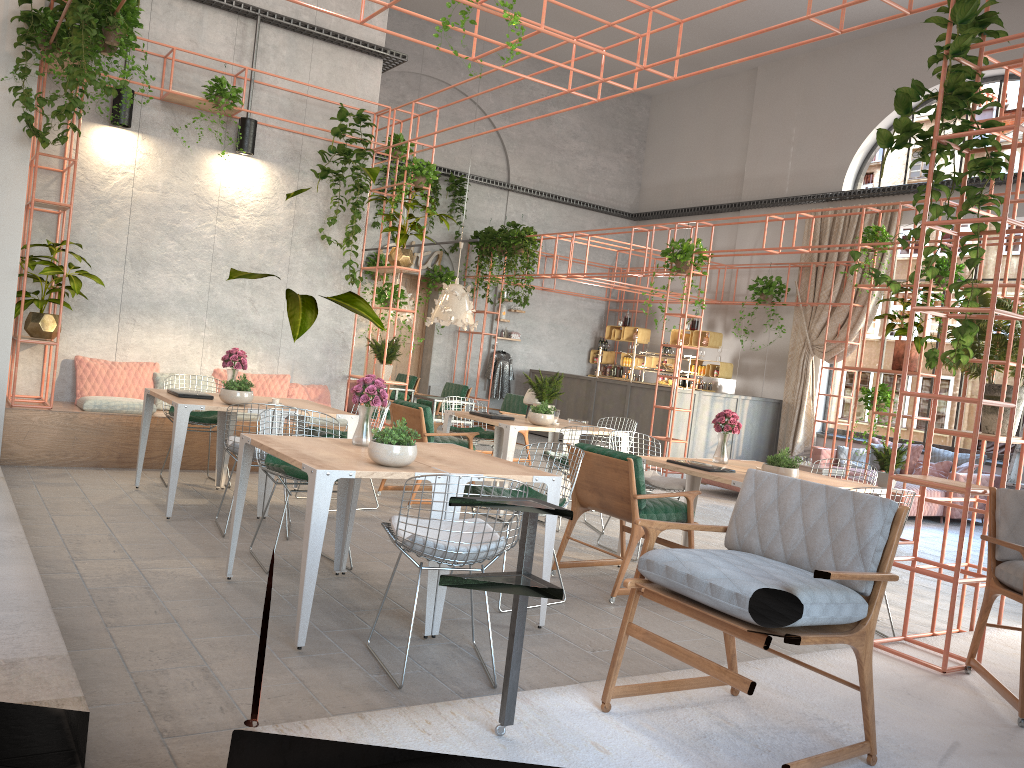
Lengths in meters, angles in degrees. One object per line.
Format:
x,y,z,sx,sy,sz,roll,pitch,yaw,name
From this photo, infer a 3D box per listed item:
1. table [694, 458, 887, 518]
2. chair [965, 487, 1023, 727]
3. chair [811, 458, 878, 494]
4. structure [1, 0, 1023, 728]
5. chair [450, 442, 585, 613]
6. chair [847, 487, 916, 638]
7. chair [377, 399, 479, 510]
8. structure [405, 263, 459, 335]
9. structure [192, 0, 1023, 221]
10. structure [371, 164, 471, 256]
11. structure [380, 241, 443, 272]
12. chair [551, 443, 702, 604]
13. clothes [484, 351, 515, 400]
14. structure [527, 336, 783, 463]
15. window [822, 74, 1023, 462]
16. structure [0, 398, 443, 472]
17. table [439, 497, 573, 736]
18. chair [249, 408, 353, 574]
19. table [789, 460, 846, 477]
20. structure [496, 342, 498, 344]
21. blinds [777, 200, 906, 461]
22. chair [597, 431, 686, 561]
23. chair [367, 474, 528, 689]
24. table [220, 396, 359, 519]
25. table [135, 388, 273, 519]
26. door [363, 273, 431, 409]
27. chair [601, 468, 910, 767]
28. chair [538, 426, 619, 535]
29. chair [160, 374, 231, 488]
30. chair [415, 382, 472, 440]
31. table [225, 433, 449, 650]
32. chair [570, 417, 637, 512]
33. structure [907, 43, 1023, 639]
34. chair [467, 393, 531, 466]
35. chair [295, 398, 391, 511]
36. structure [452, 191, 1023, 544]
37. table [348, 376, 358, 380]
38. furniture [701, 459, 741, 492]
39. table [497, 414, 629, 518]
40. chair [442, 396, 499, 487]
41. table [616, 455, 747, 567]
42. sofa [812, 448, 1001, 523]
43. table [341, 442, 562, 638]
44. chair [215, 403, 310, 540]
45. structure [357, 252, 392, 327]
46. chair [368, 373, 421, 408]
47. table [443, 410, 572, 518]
1.998,1.070,6.602,0.694,0.830,1.214,5,2,-33,table
2.505,0.978,3.877,0.722,0.914,0.685,7,2,7,chair
2.413,1.052,6.892,0.717,0.941,0.565,5,2,-37,chair
-2.757,-1.540,8.986,4.501,4.345,14.096,5,2,-35,structure
0.023,0.821,5.372,0.717,0.941,0.565,5,2,-37,chair
2.091,1.057,5.566,0.565,0.941,0.717,6,2,-17,chair
-0.758,0.643,8.215,0.685,0.917,0.722,5,2,-33,chair
-1.473,-1.699,16.656,0.950,1.527,0.921,5,2,-35,structure
0.433,-3.477,8.605,15.603,0.110,15.203,5,2,-33,structure
-1.694,-3.187,16.109,1.939,1.514,0.856,5,2,-39,structure
-1.854,-2.366,16.221,1.312,0.505,0.063,5,2,-33,structure
0.768,0.896,5.899,0.685,0.917,0.722,5,2,-33,chair
-0.220,-0.153,17.394,0.366,0.997,0.625,8,2,37,clothes
2.492,0.216,16.315,2.579,2.022,4.057,5,2,-33,structure
6.687,-1.757,13.161,0.089,5.538,4.127,5,2,-33,window
-4.166,0.367,11.307,4.386,0.500,5.831,5,2,-33,structure
-0.072,0.774,2.536,0.635,0.798,0.602,5,2,-33,table
-1.313,0.657,5.592,0.565,0.941,0.717,6,2,-32,chair
4.042,1.326,12.128,0.520,0.455,0.916,5,2,-33,table
-0.291,-0.813,17.371,0.066,0.044,0.019,5,2,-33,structure
6.042,-0.582,13.008,0.414,4.389,4.957,6,2,-32,blinds
1.076,0.889,7.112,0.565,0.941,0.717,6,2,-32,chair
-0.299,0.825,4.046,0.565,0.941,0.717,6,2,-17,chair
-1.874,0.580,7.366,0.694,0.830,1.214,5,2,-33,table
-2.451,0.525,6.979,0.694,0.830,1.205,5,2,-33,table
-2.417,-0.751,16.891,1.360,2.729,0.551,5,2,-33,door
0.854,0.800,3.131,0.685,0.929,0.722,5,2,-33,chair
0.565,0.804,7.881,0.565,0.941,0.717,6,2,-17,chair
-2.798,0.410,7.876,0.565,0.941,0.717,6,2,-32,chair
-1.105,0.437,13.628,0.685,0.930,0.722,5,2,-33,chair
-0.967,0.771,4.696,0.694,0.830,1.205,5,2,-33,table
0.887,0.800,9.207,0.717,0.941,0.565,5,2,-37,chair
2.983,-0.171,5.405,0.624,3.602,0.424,5,2,-33,structure
-0.144,0.596,12.150,0.685,0.929,0.722,5,2,-33,chair
-1.461,0.574,7.656,0.717,0.941,0.565,5,2,-37,chair
4.321,-0.239,11.821,4.157,4.247,14.689,5,2,-33,structure
-2.836,0.272,14.578,0.635,0.798,0.602,5,2,-33,table
3.080,1.237,11.446,0.941,0.446,0.976,5,2,-33,furniture
0.474,0.806,8.916,0.694,0.830,1.214,5,2,-33,table
-0.450,0.636,9.427,0.565,0.941,0.717,6,2,-32,chair
1.421,1.015,6.216,0.694,0.830,1.205,5,2,-33,table
4.933,1.331,11.880,1.960,0.672,2.219,6,2,-33,sofa
-0.391,0.826,5.081,0.694,0.830,1.214,5,2,-33,table
-1.783,0.578,6.330,0.565,0.941,0.717,6,2,-17,chair
-2.546,-1.820,15.895,0.921,1.527,0.950,7,2,0,structure
-2.046,0.281,15.075,0.685,0.930,0.722,5,2,-33,chair
-0.103,0.750,8.530,0.694,0.830,1.205,5,2,-33,table
